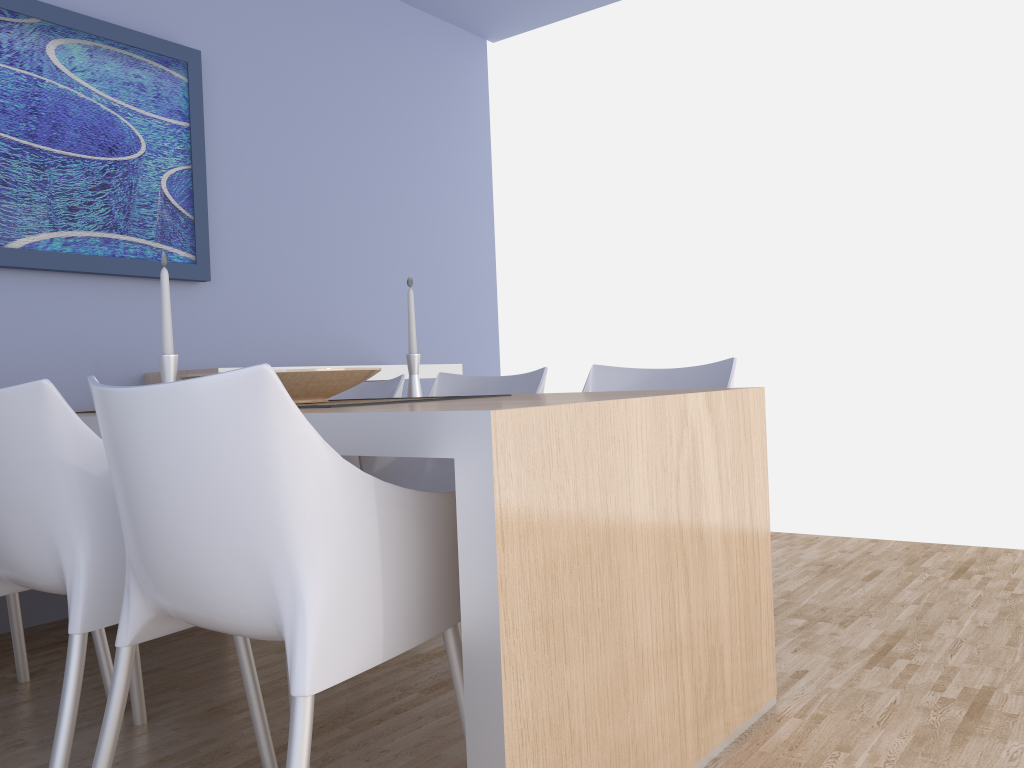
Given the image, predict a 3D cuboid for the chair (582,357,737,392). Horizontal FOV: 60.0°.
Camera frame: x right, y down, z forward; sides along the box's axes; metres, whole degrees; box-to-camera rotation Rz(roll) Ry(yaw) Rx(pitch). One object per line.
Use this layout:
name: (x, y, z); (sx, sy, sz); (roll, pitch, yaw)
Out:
chair: (0.324, 0.338, 2.298); (0.510, 0.793, 0.486); (-2, 0, 37)

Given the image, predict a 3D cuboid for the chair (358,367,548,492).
chair: (-0.152, 0.356, 2.656); (0.510, 0.793, 0.486); (-2, 0, 38)

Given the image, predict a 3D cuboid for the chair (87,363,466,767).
chair: (-0.364, 0.371, 1.381); (0.510, 0.793, 0.486); (-2, 0, 37)

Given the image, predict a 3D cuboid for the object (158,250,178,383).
object: (-0.737, -0.113, 1.894); (0.045, 0.349, 0.045); (-2, 0, -11)

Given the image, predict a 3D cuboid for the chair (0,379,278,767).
chair: (-0.823, 0.389, 1.725); (0.510, 0.793, 0.486); (-2, 0, 37)

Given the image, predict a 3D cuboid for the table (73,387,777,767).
table: (-0.649, 0.415, 2.311); (2.340, 0.718, 1.002); (-2, 0, 37)

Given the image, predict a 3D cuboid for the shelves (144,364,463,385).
shelves: (-1.566, 0.391, 2.658); (0.463, 0.840, 3.901); (-2, 0, 37)

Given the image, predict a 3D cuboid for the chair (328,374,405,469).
chair: (-0.622, 0.374, 3.008); (0.510, 0.793, 0.486); (-2, 0, 37)

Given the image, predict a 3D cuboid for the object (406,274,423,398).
object: (-0.282, -0.135, 2.502); (0.045, 0.349, 0.045); (-2, 0, 37)

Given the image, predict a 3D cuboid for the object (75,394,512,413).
object: (-0.573, 0.051, 2.252); (0.986, 0.005, 0.594); (-2, 0, 36)

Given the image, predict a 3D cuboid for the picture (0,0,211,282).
picture: (-1.593, -0.835, 2.986); (0.049, 0.901, 1.252); (-2, 0, 37)

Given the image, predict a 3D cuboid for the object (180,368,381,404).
object: (-0.579, 0.009, 2.250); (0.493, 0.081, 0.493); (-3, 0, -35)

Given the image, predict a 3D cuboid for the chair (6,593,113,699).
chair: (-1.282, 0.406, 2.070); (0.510, 0.793, 0.486); (-2, 0, 37)
